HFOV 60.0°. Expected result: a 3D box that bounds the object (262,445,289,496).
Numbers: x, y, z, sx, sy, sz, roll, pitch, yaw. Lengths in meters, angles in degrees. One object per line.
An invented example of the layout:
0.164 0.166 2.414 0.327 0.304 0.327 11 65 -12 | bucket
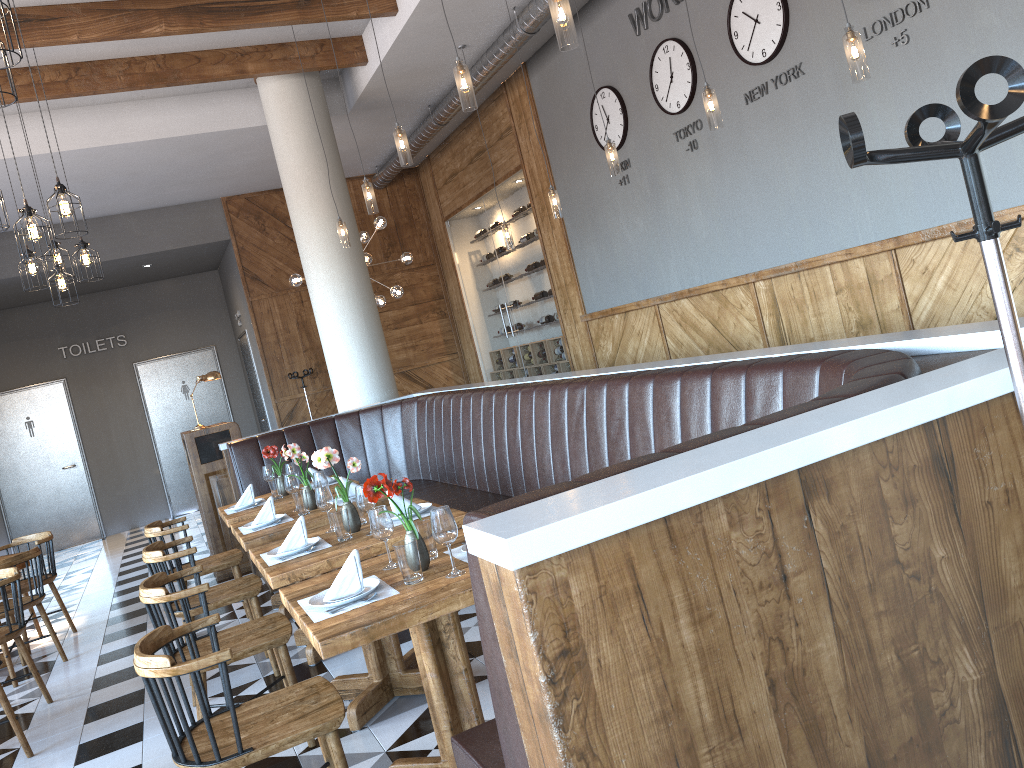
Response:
-1.589 0.584 6.035 0.157 0.355 0.170 -14 1 -29 | object

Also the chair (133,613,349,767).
-0.788 1.121 2.739 0.552 0.817 0.518 -14 2 -22 | chair

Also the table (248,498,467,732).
-0.629 1.038 4.004 0.853 0.763 0.848 -15 2 -22 | table

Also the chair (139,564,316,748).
-1.200 1.165 3.757 0.552 0.817 0.518 -14 2 -22 | chair

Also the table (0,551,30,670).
-3.990 1.736 6.253 0.861 0.763 0.868 -13 2 23 | table

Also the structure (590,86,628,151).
0.839 -2.295 7.685 0.046 0.560 0.559 -14 2 -22 | structure

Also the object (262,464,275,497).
-1.682 0.672 6.168 0.081 0.215 0.081 -14 1 -31 | object

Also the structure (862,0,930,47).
2.114 -1.948 4.860 0.021 0.199 0.442 -14 3 -22 | structure

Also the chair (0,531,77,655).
-3.779 1.623 6.867 0.517 0.817 0.552 -13 2 23 | chair

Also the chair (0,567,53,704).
-3.055 1.544 5.103 0.517 0.817 0.552 -13 2 23 | chair

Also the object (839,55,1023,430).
0.836 0.370 1.297 0.376 1.657 0.373 -15 1 -45 | object

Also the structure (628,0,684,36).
1.468 -2.908 5.818 0.033 0.199 2.722 -14 3 -22 | structure

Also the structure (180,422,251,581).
-2.594 1.009 8.213 0.648 1.299 1.042 -14 2 -22 | structure

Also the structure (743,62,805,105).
1.714 -1.965 5.813 0.021 0.079 0.581 -14 3 -22 | structure

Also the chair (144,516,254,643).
-2.024 1.253 5.794 0.552 0.817 0.518 -14 2 -22 | chair

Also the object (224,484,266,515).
-1.794 0.753 5.927 0.273 0.137 0.351 -15 3 -22 | object

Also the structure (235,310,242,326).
-3.898 -0.930 12.645 0.025 0.197 0.564 -14 3 -22 | structure

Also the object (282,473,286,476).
-1.549 0.681 6.175 0.080 0.132 0.080 -14 1 -22 | object

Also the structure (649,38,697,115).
1.221 -2.335 6.740 0.046 0.560 0.559 -14 2 -22 | structure

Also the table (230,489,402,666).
-1.036 1.082 5.012 0.853 0.763 0.848 -15 2 -22 | table

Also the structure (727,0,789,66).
1.604 -2.376 5.796 0.046 0.560 0.559 -14 2 -22 | structure

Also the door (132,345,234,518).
-4.835 0.701 13.452 1.211 2.392 0.114 -14 1 -22 | door

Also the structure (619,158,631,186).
0.962 -1.825 7.706 0.021 0.197 0.305 -14 2 -22 | structure

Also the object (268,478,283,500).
-1.574 0.702 5.910 0.080 0.132 0.079 -15 2 -37 | object

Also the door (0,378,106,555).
-6.729 1.210 12.644 1.211 2.392 0.114 -14 1 -22 | door

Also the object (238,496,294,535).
-1.383 0.709 4.911 0.273 0.137 0.351 -15 3 -22 | object

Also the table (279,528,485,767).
-0.216 0.994 2.985 0.853 0.763 0.848 -15 2 -22 | table

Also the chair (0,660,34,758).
-2.715 1.508 4.260 0.548 0.817 0.522 -13 2 23 | chair

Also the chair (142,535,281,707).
-1.612 1.209 4.775 0.552 0.817 0.518 -14 2 -22 | chair

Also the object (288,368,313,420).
-2.516 0.630 11.347 0.374 1.657 0.375 -14 1 0 | object

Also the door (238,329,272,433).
-3.595 0.439 12.697 0.115 2.392 1.203 -14 1 -22 | door

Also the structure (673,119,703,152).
1.353 -1.866 6.740 0.021 0.199 0.368 -14 2 -22 | structure

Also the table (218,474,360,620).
-1.449 1.126 6.031 0.853 0.763 0.848 -15 2 -22 | table

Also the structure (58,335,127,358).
-6.162 -0.550 13.034 0.919 0.166 0.035 -15 1 -22 | structure

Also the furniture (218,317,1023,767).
-0.246 0.701 4.793 1.924 1.149 6.571 -15 3 -22 | furniture

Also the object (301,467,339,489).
-1.320 0.626 6.119 0.273 0.137 0.351 -15 3 -22 | object

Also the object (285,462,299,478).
-1.450 0.631 5.878 0.081 0.215 0.081 -14 1 9 | object

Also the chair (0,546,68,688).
-3.422 1.583 6.008 0.548 0.817 0.522 -13 2 23 | chair

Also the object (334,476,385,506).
-0.909 0.582 5.104 0.273 0.137 0.351 -15 3 -22 | object

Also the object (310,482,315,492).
-1.136 0.637 5.155 0.080 0.132 0.080 -14 1 -22 | object
